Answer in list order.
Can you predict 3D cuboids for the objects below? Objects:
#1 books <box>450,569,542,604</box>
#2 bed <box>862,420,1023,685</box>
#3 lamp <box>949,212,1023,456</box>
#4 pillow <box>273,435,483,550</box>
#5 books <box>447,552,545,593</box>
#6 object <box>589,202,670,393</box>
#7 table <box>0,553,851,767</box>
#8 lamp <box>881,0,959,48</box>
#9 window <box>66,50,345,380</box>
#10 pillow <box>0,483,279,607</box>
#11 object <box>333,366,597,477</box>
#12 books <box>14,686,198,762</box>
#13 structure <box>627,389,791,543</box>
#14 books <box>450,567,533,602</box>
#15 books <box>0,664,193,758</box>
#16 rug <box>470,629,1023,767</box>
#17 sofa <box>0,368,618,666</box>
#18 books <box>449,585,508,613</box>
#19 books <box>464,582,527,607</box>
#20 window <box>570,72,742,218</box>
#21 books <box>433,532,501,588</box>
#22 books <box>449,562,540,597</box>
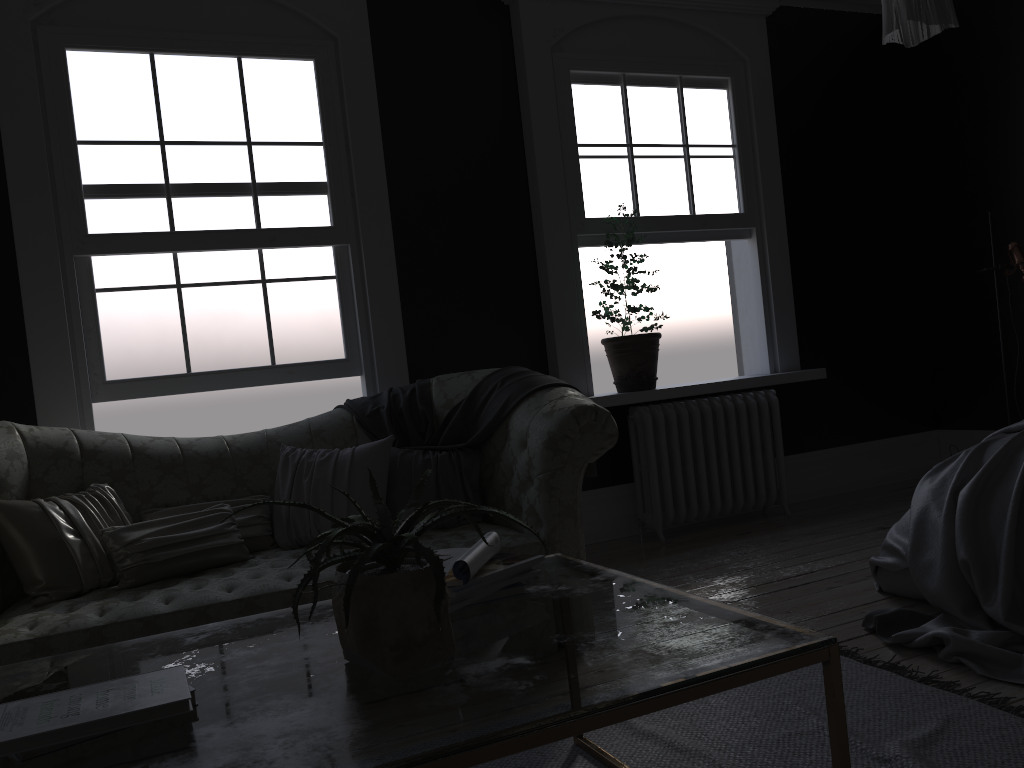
[{"bbox_3d":[-0.129,0.481,2.147,0.318,0.011,0.253,-7,1,-42],"label":"books"},{"bbox_3d":[3.010,0.082,3.248,3.279,1.299,2.767,-7,1,-35],"label":"bed"},{"bbox_3d":[3.146,-0.202,5.807,0.437,1.780,1.716,-6,1,14],"label":"lamp"},{"bbox_3d":[-0.595,0.456,3.998,0.963,0.462,0.405,-6,1,-16],"label":"pillow"},{"bbox_3d":[-0.119,0.447,2.141,0.253,0.011,0.318,-6,1,43],"label":"books"},{"bbox_3d":[0.710,-0.520,5.434,0.474,1.134,0.505,-6,2,16],"label":"object"},{"bbox_3d":[-0.267,0.822,1.792,1.447,0.558,1.093,-7,1,-24],"label":"table"},{"bbox_3d":[0.947,-1.918,2.291,0.784,2.050,0.781,-6,2,20],"label":"lamp"},{"bbox_3d":[-1.547,-0.882,4.607,1.262,1.672,0.056,-7,2,-24],"label":"window"},{"bbox_3d":[-1.492,0.579,3.576,1.104,0.416,0.529,-7,1,-24],"label":"pillow"},{"bbox_3d":[-0.271,0.238,4.309,1.368,0.585,0.516,-6,1,25],"label":"object"},{"bbox_3d":[-0.733,0.579,1.569,0.289,0.030,0.193,-7,1,-40],"label":"books"},{"bbox_3d":[1.250,0.505,5.582,1.140,0.849,0.276,-7,2,-24],"label":"structure"},{"bbox_3d":[-0.143,0.471,2.138,0.253,0.011,0.318,-6,1,38],"label":"books"},{"bbox_3d":[-0.713,0.551,1.507,0.307,0.024,0.220,-7,1,-24],"label":"books"},{"bbox_3d":[-0.135,1.076,1.681,3.641,0.050,2.106,-6,1,-23],"label":"rug"},{"bbox_3d":[-1.073,0.619,3.837,2.810,1.161,1.606,-7,1,-23],"label":"sofa"},{"bbox_3d":[-0.163,0.495,2.121,0.253,0.011,0.318,-6,1,33],"label":"books"},{"bbox_3d":[-0.103,0.506,2.153,0.231,0.023,0.162,-7,1,-23],"label":"books"},{"bbox_3d":[0.938,-1.495,5.714,1.262,1.017,0.056,-7,2,-24],"label":"window"},{"bbox_3d":[-0.189,0.442,2.100,0.273,0.109,0.322,-6,1,11],"label":"books"},{"bbox_3d":[-0.126,0.459,2.139,0.253,0.011,0.318,-6,1,38],"label":"books"}]
